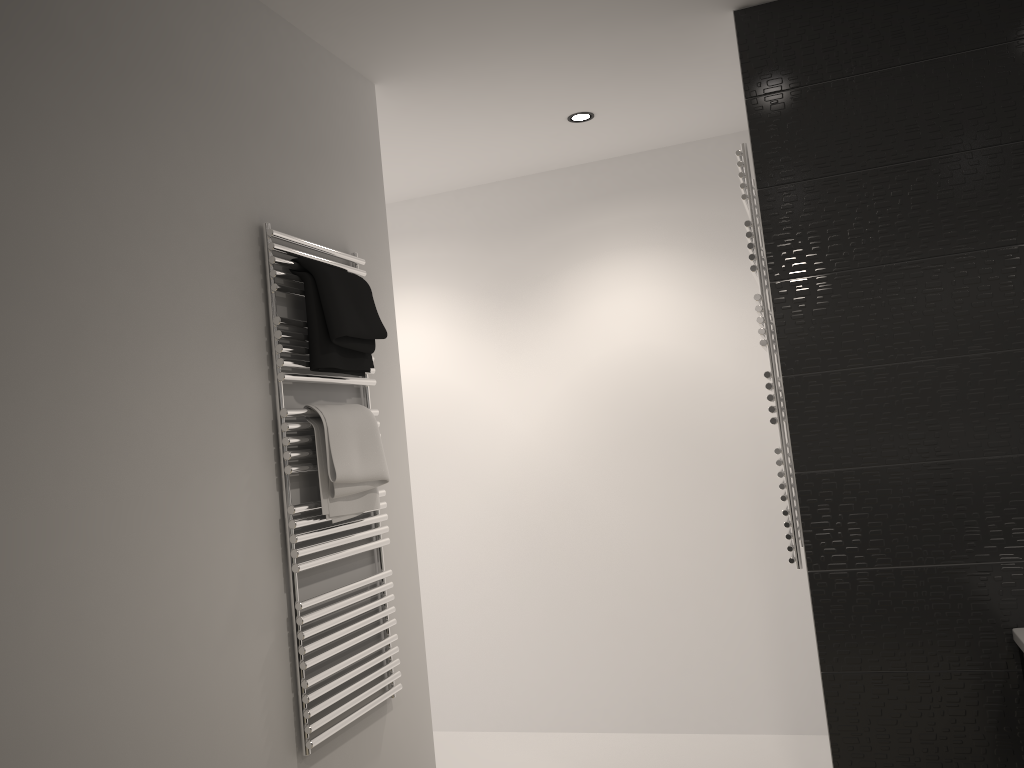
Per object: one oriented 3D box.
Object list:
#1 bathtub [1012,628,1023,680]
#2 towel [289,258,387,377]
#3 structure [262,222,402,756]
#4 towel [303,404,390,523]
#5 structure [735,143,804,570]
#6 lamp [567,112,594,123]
[{"bbox_3d":[2.208,0.838,1.487,2.176,0.678,1.007,-7,-5,19],"label":"bathtub"},{"bbox_3d":[-0.461,-0.176,2.405,0.141,0.310,0.300,-7,-5,16],"label":"towel"},{"bbox_3d":[-0.470,0.243,2.369,0.039,1.296,0.472,-8,-6,19],"label":"structure"},{"bbox_3d":[-0.436,0.204,2.362,0.098,0.310,0.302,-8,-5,20],"label":"towel"},{"bbox_3d":[0.842,-0.091,2.876,0.039,1.296,0.472,-8,-6,19],"label":"structure"},{"bbox_3d":[0.269,-1.043,3.469,0.105,0.004,0.105,-8,-5,34],"label":"lamp"}]
